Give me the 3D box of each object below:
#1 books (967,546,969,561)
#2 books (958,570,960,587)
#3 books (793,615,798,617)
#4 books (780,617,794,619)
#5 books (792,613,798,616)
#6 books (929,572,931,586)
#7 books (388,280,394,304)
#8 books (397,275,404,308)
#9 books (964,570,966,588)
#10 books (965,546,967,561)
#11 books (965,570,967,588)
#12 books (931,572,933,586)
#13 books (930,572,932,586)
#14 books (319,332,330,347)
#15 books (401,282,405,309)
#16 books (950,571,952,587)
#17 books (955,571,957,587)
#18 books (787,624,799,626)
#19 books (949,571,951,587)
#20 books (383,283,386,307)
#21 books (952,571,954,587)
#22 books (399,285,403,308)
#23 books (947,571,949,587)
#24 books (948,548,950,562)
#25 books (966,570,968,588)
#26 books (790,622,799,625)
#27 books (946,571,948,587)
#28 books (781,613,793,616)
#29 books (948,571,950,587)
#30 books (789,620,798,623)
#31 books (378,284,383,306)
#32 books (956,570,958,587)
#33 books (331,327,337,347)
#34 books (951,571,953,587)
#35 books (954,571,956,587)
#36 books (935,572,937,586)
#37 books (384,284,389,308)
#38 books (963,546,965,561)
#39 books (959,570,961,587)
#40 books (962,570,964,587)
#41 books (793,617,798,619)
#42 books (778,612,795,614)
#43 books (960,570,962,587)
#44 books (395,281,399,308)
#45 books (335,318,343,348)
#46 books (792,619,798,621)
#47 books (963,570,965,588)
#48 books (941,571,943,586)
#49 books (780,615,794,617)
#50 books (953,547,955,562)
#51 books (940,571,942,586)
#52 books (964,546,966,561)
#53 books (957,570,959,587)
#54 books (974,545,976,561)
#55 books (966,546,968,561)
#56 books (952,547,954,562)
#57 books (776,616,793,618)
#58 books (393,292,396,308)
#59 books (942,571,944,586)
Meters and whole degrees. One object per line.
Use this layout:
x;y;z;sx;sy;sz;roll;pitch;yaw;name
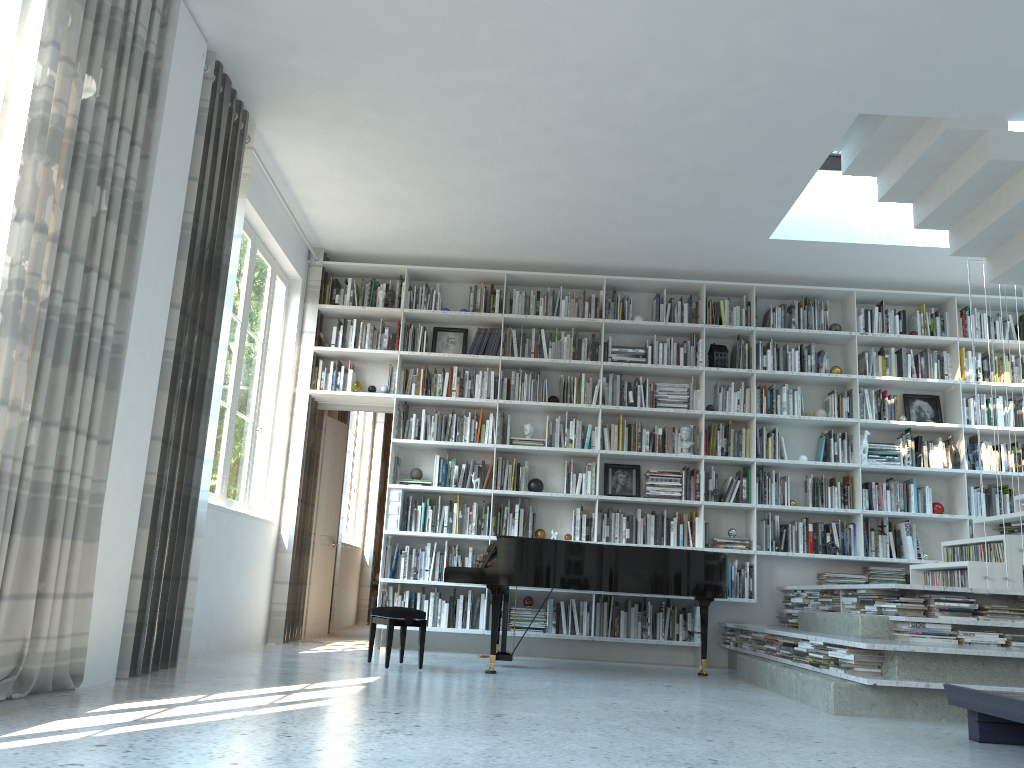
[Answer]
3.130;1.157;5.969;0.125;0.125;0.014;3;-13;1;books
2.972;1.280;5.772;0.125;0.125;0.011;3;-13;1;books
2.237;1.768;6.735;0.144;0.009;0.250;2;-13;5;books
2.232;1.860;7.035;0.152;0.005;0.242;2;-13;5;books
2.239;1.757;6.738;0.149;0.014;0.229;3;-13;-1;books
2.973;1.375;6.174;0.125;0.125;0.009;3;-13;1;books
-1.050;-0.729;7.652;0.013;0.291;0.155;3;-13;1;books
-0.962;-0.750;7.643;0.014;0.337;0.168;3;-13;1;books
2.972;1.263;5.698;0.125;0.125;0.008;3;-13;1;books
3.130;1.162;5.989;0.125;0.125;0.007;3;-13;1;books
2.972;1.259;5.681;0.125;0.125;0.010;3;-13;1;books
2.973;1.368;6.144;0.125;0.125;0.008;3;-13;1;books
2.973;1.371;6.158;0.125;0.125;0.007;3;-13;1;books
-1.584;-0.343;7.570;0.121;0.175;0.130;3;-13;1;books
-0.920;-0.713;7.603;0.024;0.251;0.235;3;-13;1;books
2.973;1.305;5.879;0.125;0.125;0.008;3;-13;1;books
2.972;1.289;5.811;0.125;0.125;0.008;3;-13;1;books
2.213;1.831;6.721;0.187;0.009;0.261;2;-13;4;books
2.973;1.309;5.894;0.125;0.125;0.008;3;-13;1;books
-1.095;-0.715;7.639;0.021;0.253;0.179;3;-13;1;books
2.973;1.299;5.850;0.125;0.125;0.008;3;-13;1;books
-0.945;-0.710;7.640;0.025;0.259;0.138;3;-13;1;books
2.973;1.315;5.918;0.125;0.125;0.007;3;-13;1;books
3.131;1.218;6.227;0.125;0.125;0.010;3;-13;1;books
2.972;1.256;5.671;0.125;0.125;0.010;3;-13;1;books
2.232;1.821;6.723;0.160;0.014;0.268;3;-13;0;books
2.973;1.318;5.933;0.125;0.125;0.008;3;-13;1;books
2.233;1.835;7.040;0.152;0.015;0.208;2;-13;6;books
2.973;1.311;5.903;0.125;0.125;0.010;3;-13;1;books
2.220;1.805;6.727;0.180;0.016;0.183;4;-13;-2;books
-1.119;-0.714;7.629;0.025;0.243;0.168;3;-13;1;books
2.972;1.286;5.796;0.125;0.125;0.007;3;-13;1;books
-1.505;-0.361;7.563;0.034;0.217;0.166;3;-13;1;books
2.973;1.302;5.865;0.125;0.125;0.008;3;-13;1;books
2.973;1.293;5.827;0.125;0.125;0.010;3;-13;1;books
2.973;1.354;6.084;0.125;0.125;0.008;3;-13;1;books
-1.071;-0.717;7.636;0.027;0.258;0.147;3;-13;1;books
3.130;1.168;6.017;0.125;0.125;0.012;3;-13;1;books
2.972;1.276;5.756;0.125;0.125;0.008;3;-13;1;books
2.972;1.268;5.720;0.125;0.125;0.007;3;-13;1;books
2.241;1.781;6.732;0.137;0.018;0.201;4;-13;-3;books
2.228;1.823;7.043;0.174;0.009;0.240;3;-13;3;books
2.972;1.275;5.748;0.125;0.125;0.010;3;-13;1;books
-0.981;-0.725;7.642;0.022;0.286;0.175;3;-13;1;books
-1.480;-0.398;7.574;0.011;0.296;0.163;3;-13;1;books
2.234;1.794;6.729;0.159;0.009;0.229;3;-13;2;books
2.972;1.265;5.706;0.125;0.125;0.007;3;-13;1;books
2.973;1.334;6.000;0.125;0.125;0.008;3;-13;1;books
2.230;1.846;7.038;0.159;0.009;0.211;2;-13;5;books
3.130;1.200;6.150;0.125;0.125;0.010;3;-13;1;books
2.973;1.338;6.016;0.125;0.125;0.007;3;-13;1;books
3.130;1.166;6.006;0.125;0.125;0.010;3;-13;1;books
2.972;1.284;5.789;0.125;0.125;0.008;3;-13;1;books
3.130;1.134;5.873;0.125;0.125;0.008;3;-13;1;books
3.130;1.160;5.980;0.125;0.125;0.010;3;-13;1;books
3.130;1.204;6.170;0.125;0.125;0.008;3;-13;1;books
2.222;1.854;7.036;0.184;0.006;0.263;3;-13;2;books
-1.009;-0.677;7.632;0.028;0.184;0.168;3;-13;1;books
2.973;1.330;5.985;0.125;0.125;0.008;3;-13;1;books
